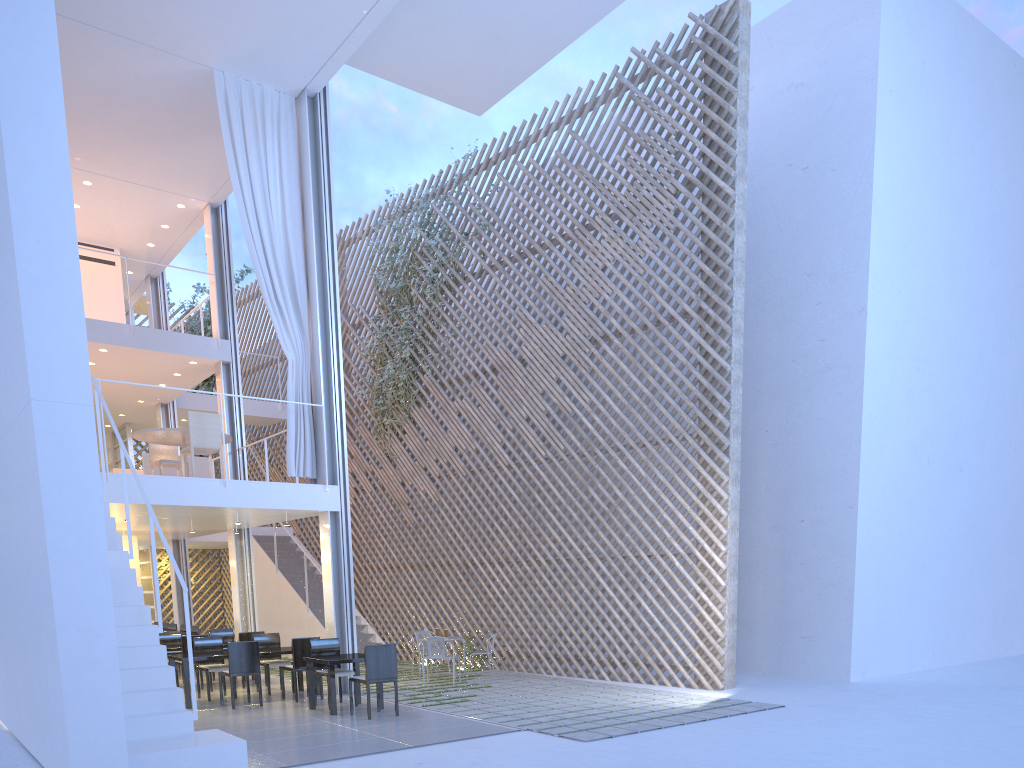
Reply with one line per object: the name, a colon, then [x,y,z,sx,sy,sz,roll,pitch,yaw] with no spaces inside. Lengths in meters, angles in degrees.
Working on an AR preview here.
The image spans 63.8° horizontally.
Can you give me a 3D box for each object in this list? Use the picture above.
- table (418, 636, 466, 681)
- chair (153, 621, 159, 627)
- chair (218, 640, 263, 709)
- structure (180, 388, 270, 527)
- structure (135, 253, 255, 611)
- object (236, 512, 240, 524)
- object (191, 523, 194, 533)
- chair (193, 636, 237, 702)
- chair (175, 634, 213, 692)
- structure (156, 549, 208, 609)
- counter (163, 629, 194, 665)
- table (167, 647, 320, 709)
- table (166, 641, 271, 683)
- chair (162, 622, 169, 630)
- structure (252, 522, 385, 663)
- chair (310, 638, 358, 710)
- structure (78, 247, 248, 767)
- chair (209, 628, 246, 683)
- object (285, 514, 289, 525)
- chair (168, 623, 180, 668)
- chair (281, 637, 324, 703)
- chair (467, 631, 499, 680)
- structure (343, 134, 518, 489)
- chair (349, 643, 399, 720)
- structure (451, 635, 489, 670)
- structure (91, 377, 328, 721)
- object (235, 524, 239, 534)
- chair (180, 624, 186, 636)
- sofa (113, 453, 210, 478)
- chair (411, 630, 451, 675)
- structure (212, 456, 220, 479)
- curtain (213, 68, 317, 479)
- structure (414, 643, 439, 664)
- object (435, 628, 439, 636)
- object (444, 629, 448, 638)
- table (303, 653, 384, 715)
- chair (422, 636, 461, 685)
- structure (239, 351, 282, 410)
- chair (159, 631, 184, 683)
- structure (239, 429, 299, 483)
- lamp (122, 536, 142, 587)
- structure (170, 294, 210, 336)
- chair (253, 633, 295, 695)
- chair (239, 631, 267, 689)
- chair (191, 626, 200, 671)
table: [-0.546,2.143,6.428,0.350,0.335,0.347,-2,-3,15]
chair: [-3.671,2.600,8.256,0.237,0.444,0.188,-4,6,-35]
chair: [-1.719,1.826,5.185,0.189,0.443,0.237,-5,5,-37]
structure: [-3.459,0.841,9.734,0.523,1.908,1.259,-8,6,-43]
structure: [-4.351,0.900,11.063,1.090,4.575,3.310,-7,5,-40]
object: [-1.797,0.877,5.383,0.029,0.080,0.028,-4,7,-26]
object: [-2.400,1.077,6.170,0.029,0.080,0.028,-4,7,-26]
chair: [-2.004,1.921,5.557,0.189,0.443,0.237,-5,5,-37]
chair: [-2.317,2.025,5.965,0.189,0.443,0.237,-5,5,-37]
structure: [-4.223,2.352,10.333,1.129,2.021,0.287,-3,8,-36]
counter: [-3.730,2.471,7.628,0.815,0.371,2.560,6,-15,-36]
table: [-1.767,1.947,5.497,0.917,0.329,0.355,7,-7,-37]
table: [-2.334,2.135,6.236,0.917,0.329,0.355,7,-7,-37]
chair: [-3.468,2.532,7.987,0.236,0.444,0.189,-4,6,-40]
structure: [-2.316,1.851,8.315,1.166,1.980,1.975,-4,0,-44]
chair: [-1.100,1.791,5.093,0.189,0.443,0.237,-5,5,-37]
structure: [-1.917,0.335,4.841,1.704,3.339,3.688,-4,-1,-38]
chair: [-2.275,2.171,6.579,0.189,0.443,0.237,-5,5,-37]
object: [-2.734,1.372,5.824,1.674,0.816,1.870,6,-12,-39]
chair: [-3.278,2.461,7.708,0.236,0.444,0.189,-4,6,-42]
chair: [-1.393,1.877,5.429,0.189,0.443,0.237,-5,5,-37]
chair: [-0.222,2.116,6.426,0.249,0.384,0.257,-1,2,3]
structure: [-0.773,-0.439,7.341,2.370,2.755,0.721,-2,5,44]
chair: [-0.795,1.690,4.694,0.189,0.443,0.237,-5,5,-37]
structure: [-0.382,2.335,7.163,0.318,0.326,0.293,-3,-2,38]
structure: [-1.312,0.812,4.458,1.353,1.805,1.446,-2,0,-37]
object: [-2.132,1.120,6.369,0.029,0.080,0.028,-4,7,-26]
chair: [-3.064,2.394,7.447,0.236,0.444,0.188,-4,6,-39]
sofa: [-2.832,0.824,6.652,0.499,0.367,1.000,3,-11,-37]
chair: [-0.681,2.194,6.714,0.260,0.384,0.246,-2,2,-37]
structure: [-2.861,1.022,7.660,0.027,0.556,1.729,-8,-5,-38]
curtain: [-1.514,-0.614,5.132,0.503,2.452,0.096,-7,11,-39]
structure: [-0.790,2.498,7.670,0.265,0.262,0.264,0,-3,-30]
object: [-0.591,1.959,6.491,0.032,0.078,0.030,0,6,8]
object: [-0.507,1.915,6.315,0.032,0.078,0.030,0,6,8]
table: [-1.008,1.803,4.961,0.358,0.333,0.355,1,-4,-37]
chair: [-0.532,2.042,6.092,0.263,0.384,0.243,-1,2,8]
structure: [-2.981,-0.075,8.626,1.140,0.569,0.027,6,3,-36]
chair: [-2.601,2.119,6.336,0.189,0.443,0.237,-5,5,-37]
structure: [-1.741,0.650,6.198,0.027,0.556,1.727,-8,-5,-38]
lamp: [-3.870,1.639,7.408,0.446,0.423,2.344,1,-11,-37]
structure: [-2.888,-0.361,7.448,0.027,0.556,1.729,-8,-5,-38]
chair: [-1.677,1.972,5.800,0.189,0.443,0.237,-5,5,-37]
chair: [-1.990,2.076,6.208,0.189,0.443,0.237,-5,5,-37]
chair: [-2.862,2.326,7.176,0.237,0.444,0.188,-4,6,-35]
